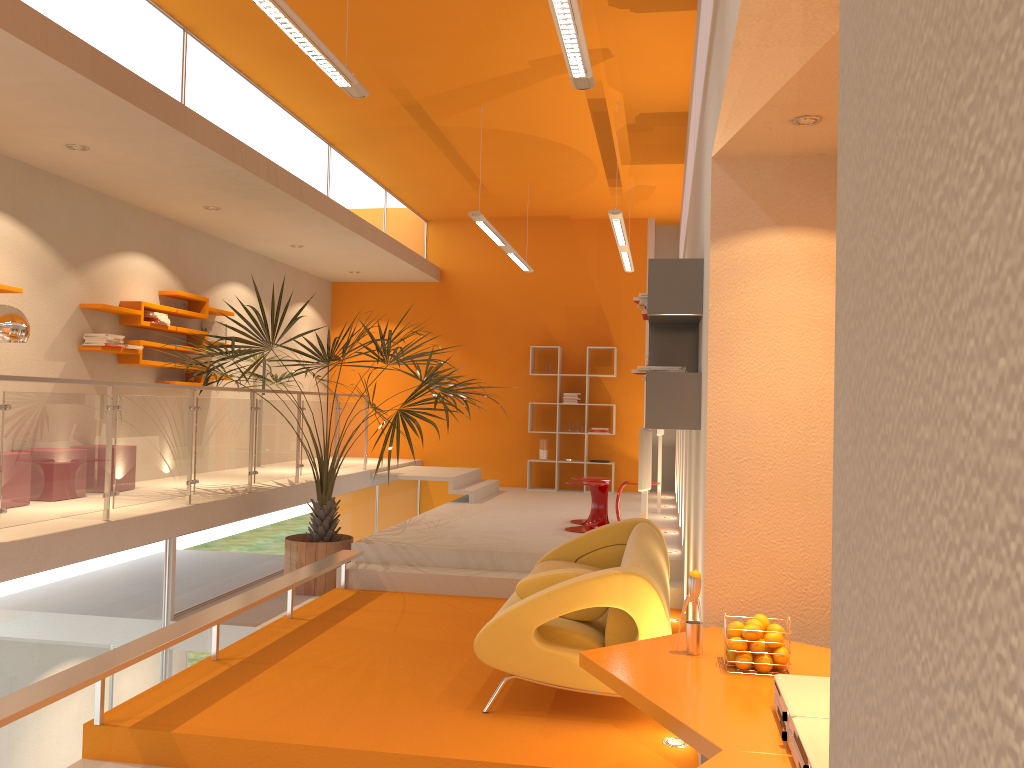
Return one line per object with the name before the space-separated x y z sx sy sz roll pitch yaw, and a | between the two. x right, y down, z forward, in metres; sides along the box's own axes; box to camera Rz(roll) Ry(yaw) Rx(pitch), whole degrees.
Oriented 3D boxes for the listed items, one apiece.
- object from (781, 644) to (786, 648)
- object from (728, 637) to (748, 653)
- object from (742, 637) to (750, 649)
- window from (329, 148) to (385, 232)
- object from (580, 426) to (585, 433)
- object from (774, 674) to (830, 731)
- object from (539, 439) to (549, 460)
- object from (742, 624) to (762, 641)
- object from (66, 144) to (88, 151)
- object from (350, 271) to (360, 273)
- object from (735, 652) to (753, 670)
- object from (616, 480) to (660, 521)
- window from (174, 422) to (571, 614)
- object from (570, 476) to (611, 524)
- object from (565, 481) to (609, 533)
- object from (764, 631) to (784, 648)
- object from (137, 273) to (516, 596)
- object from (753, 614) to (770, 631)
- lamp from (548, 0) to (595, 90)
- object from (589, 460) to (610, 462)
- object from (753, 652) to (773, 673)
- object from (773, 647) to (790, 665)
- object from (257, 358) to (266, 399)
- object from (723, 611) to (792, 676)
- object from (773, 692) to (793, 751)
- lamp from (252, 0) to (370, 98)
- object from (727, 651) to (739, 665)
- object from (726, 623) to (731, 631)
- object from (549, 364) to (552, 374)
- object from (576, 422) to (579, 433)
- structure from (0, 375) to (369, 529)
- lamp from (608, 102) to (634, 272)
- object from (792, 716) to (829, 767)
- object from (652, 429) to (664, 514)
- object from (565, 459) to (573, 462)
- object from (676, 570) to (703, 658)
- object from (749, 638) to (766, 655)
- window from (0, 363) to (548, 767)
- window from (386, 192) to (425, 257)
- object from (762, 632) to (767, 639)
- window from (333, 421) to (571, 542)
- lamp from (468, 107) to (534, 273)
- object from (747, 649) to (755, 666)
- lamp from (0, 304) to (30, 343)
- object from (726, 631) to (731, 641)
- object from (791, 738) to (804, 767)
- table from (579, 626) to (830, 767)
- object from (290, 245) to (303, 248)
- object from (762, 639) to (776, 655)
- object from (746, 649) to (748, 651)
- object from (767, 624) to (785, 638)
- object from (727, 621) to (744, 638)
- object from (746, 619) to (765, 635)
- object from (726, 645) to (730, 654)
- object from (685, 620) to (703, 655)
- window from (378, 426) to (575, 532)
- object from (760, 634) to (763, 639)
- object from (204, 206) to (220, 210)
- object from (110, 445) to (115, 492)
object | 0.868 0.863 2.900 0.051 0.055 0.061 1 -2 24
object | 0.726 0.840 2.852 0.063 0.051 0.053 1 -2 14
object | 0.761 0.840 2.898 0.064 0.053 0.051 3 -2 -42
window | -1.762 -2.133 10.206 0.006 0.660 1.869 1 -2 10
object | 1.091 2.240 8.425 0.190 3.502 7.694 1 -2 -1
object | 0.826 0.838 2.313 0.262 0.049 0.349 1 -2 10
object | 0.442 0.919 12.390 0.129 0.291 0.129 0 -2 38
object | 0.769 0.797 2.846 0.063 0.051 0.053 1 -2 2
object | -3.152 -1.732 6.429 0.143 0.059 0.143 2 -2 -18
object | -2.163 -1.555 12.191 0.143 0.059 0.143 2 -2 -18
object | 0.745 0.887 2.847 0.060 0.057 0.052 3 -2 -43
object | 1.216 1.172 8.562 0.420 0.450 0.391 1 -2 10
window | -1.221 1.100 9.605 0.908 1.393 6.719 1 -2 29
object | 0.793 1.171 8.913 0.391 0.450 0.420 2 -2 -20
object | 0.710 1.154 8.369 0.391 0.450 0.420 0 -2 40
object | 0.842 0.822 2.851 0.061 0.052 0.053 2 -2 -32
object | -1.500 0.463 7.847 3.098 2.600 3.241 1 -2 18
object | 0.834 0.800 2.966 0.059 0.060 0.050 0 -2 44
lamp | 0.116 -2.102 3.082 0.120 1.052 3.195 1 -2 10
object | 1.209 1.069 12.242 0.294 0.020 0.294 3 -2 -41
object | 0.806 0.894 2.848 0.064 0.063 0.074 2 -2 -25
object | 0.860 0.868 2.831 0.052 0.054 0.061 1 -2 22
object | -3.030 0.344 10.712 0.116 1.317 0.111 1 -2 16
object | 0.801 0.839 2.906 0.207 0.174 0.189 1 -2 10
object | 0.825 0.887 2.312 0.262 0.049 0.349 1 -2 10
lamp | -1.095 -2.126 3.291 0.120 1.052 3.195 1 -2 10
object | 0.735 0.895 2.904 0.061 0.053 0.053 1 -2 -3
object | 0.738 0.815 2.934 0.053 0.051 0.063 1 -2 0
object | -1.066 2.300 9.280 0.351 5.384 6.779 0 -2 30
object | -1.203 2.703 9.129 0.870 4.604 7.392 0 -2 40
structure | -2.752 0.414 5.253 0.195 0.900 11.050 1 -2 10
lamp | 1.163 -1.916 9.180 0.120 1.052 3.195 1 -2 10
object | 0.766 0.827 1.963 0.262 0.049 0.349 1 -2 10
object | 1.636 0.783 9.899 0.116 1.317 0.111 1 -2 6
object | 0.787 1.052 12.259 0.106 0.035 0.105 2 -2 -37
object | 0.632 0.782 3.036 0.101 0.288 0.088 2 -2 -20
object | 0.788 0.843 2.849 0.052 0.053 0.062 1 -2 17
window | -1.442 2.259 8.352 0.481 5.399 8.922 1 -2 22
window | -1.440 -2.075 12.083 0.006 0.660 1.860 1 -2 10
object | 0.852 0.849 2.958 0.053 0.054 0.061 1 -2 1
window | -0.999 2.742 11.065 0.993 4.599 4.234 0 -2 42
lamp | -0.048 -1.939 9.389 0.120 1.052 3.195 1 -2 10
object | 0.792 0.889 2.889 0.057 0.060 0.052 3 -2 -39
lamp | -3.561 -0.302 4.606 0.315 2.259 2.077 0 -2 33
object | 0.745 0.845 2.974 0.053 0.055 0.060 1 -2 -2
object | 0.770 0.876 1.961 0.250 0.049 0.349 1 -2 10
table | 0.566 1.281 2.165 0.969 0.760 2.573 1 -2 10
object | -2.492 -1.614 10.271 0.143 0.059 0.143 2 -2 -18
object | 0.837 0.859 2.897 0.051 0.053 0.062 3 -2 -37
object | 0.789 0.877 2.971 0.052 0.053 0.062 2 -2 -8
object | 0.865 0.813 2.906 0.051 0.053 0.063 2 -2 -32
object | 0.729 0.801 2.881 0.057 0.060 0.052 0 -2 33
object | 0.795 0.796 2.900 0.051 0.053 0.063 3 -2 -44
object | 0.738 0.895 2.964 0.053 0.053 0.061 1 -2 0
object | 0.625 0.873 3.047 0.060 0.106 0.060 0 -2 42
window | -0.429 2.810 11.759 2.294 4.526 1.860 1 -2 10
object | 0.803 0.829 2.941 0.061 0.051 0.055 0 -2 39
object | -2.822 -1.673 8.350 0.143 0.059 0.143 2 -2 -7
object | -3.479 0.714 7.539 0.390 0.377 0.390 1 -2 5
